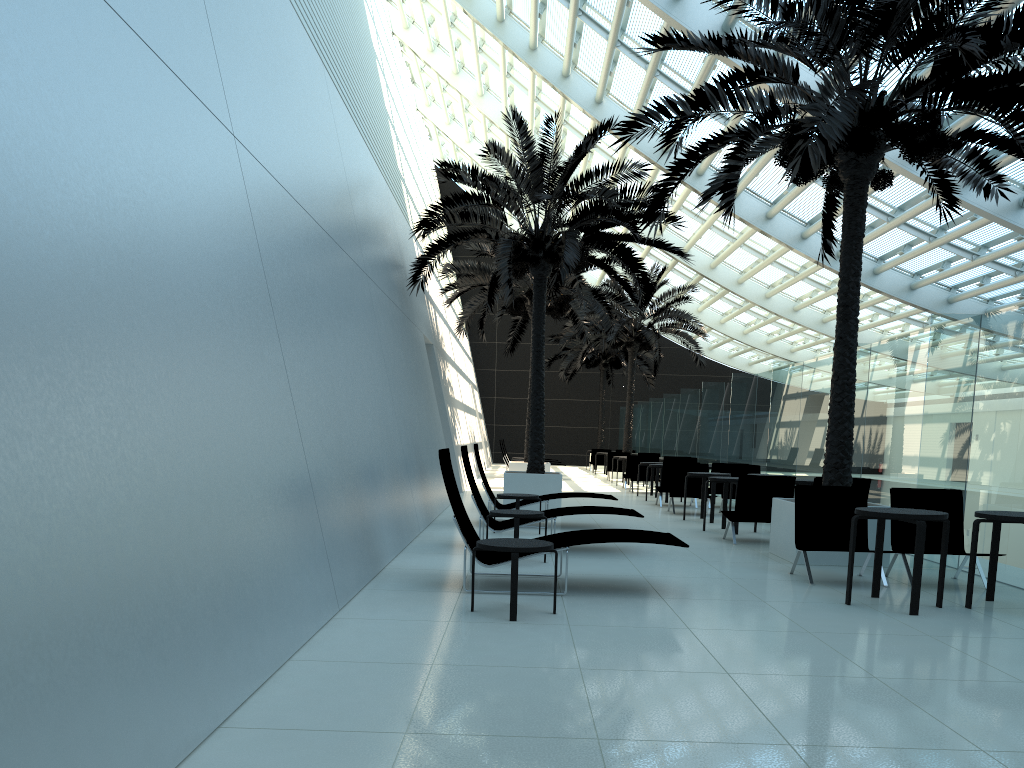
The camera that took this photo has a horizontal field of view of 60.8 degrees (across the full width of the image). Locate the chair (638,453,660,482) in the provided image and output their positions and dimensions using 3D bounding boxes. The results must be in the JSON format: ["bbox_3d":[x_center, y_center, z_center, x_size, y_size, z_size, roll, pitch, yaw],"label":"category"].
[{"bbox_3d":[4.239,2.550,26.602,0.716,0.896,0.880,2,2,1],"label":"chair"}]

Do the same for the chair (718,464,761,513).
[{"bbox_3d":[4.119,1.876,15.370,0.716,0.896,0.880,2,2,1],"label":"chair"}]

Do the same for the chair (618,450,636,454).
[{"bbox_3d":[4.299,2.892,32.291,0.716,0.896,0.880,2,2,1],"label":"chair"}]

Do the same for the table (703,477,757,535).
[{"bbox_3d":[3.139,1.732,12.477,0.675,0.789,0.678,4,4,43],"label":"table"}]

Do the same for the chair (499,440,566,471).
[{"bbox_3d":[0.624,2.317,26.778,2.036,1.170,0.913,2,3,0],"label":"chair"}]

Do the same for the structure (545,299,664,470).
[{"bbox_3d":[3.960,0.080,36.561,4.458,7.091,4.756,0,4,-21],"label":"structure"}]

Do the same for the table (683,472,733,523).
[{"bbox_3d":[3.165,1.829,14.093,0.675,0.789,0.677,4,3,39],"label":"table"}]

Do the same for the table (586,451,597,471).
[{"bbox_3d":[3.380,3.094,35.177,0.678,0.789,0.674,-1,4,-42],"label":"table"}]

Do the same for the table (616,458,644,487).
[{"bbox_3d":[3.260,2.418,23.908,0.675,0.789,0.678,4,4,43],"label":"table"}]

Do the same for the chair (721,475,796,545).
[{"bbox_3d":[3.158,1.606,11.294,0.716,0.896,0.880,2,2,1],"label":"chair"}]

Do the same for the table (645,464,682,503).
[{"bbox_3d":[3.200,2.080,18.268,0.675,0.789,0.678,4,4,43],"label":"table"}]

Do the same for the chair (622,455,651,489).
[{"bbox_3d":[3.280,2.292,22.725,0.716,0.896,0.880,2,2,1],"label":"chair"}]

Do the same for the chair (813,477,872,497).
[{"bbox_3d":[4.091,1.632,11.287,0.716,0.896,0.880,2,2,1],"label":"chair"}]

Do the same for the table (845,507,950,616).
[{"bbox_3d":[3.090,1.404,7.001,0.678,0.789,0.674,-1,4,-42],"label":"table"}]

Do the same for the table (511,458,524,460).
[{"bbox_3d":[0.276,2.879,30.880,0.550,0.522,0.553,3,2,43],"label":"table"}]

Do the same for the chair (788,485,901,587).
[{"bbox_3d":[3.111,1.418,8.170,0.716,0.896,0.880,2,2,1],"label":"chair"}]

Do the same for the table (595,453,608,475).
[{"bbox_3d":[3.345,2.844,31.003,0.675,0.789,0.677,4,3,39],"label":"table"}]

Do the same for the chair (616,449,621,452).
[{"bbox_3d":[4.331,2.994,33.988,0.716,0.896,0.880,2,2,1],"label":"chair"}]

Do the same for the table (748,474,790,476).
[{"bbox_3d":[4.135,1.857,14.086,0.675,0.789,0.677,4,3,39],"label":"table"}]

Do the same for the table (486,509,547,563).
[{"bbox_3d":[0.043,1.560,8.899,0.550,0.522,0.553,3,2,43],"label":"table"}]

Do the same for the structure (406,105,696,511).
[{"bbox_3d":[0.550,-1.209,15.034,4.643,6.904,4.229,0,4,-21],"label":"structure"}]

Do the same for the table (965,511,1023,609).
[{"bbox_3d":[4.059,1.431,6.994,0.678,0.789,0.674,-1,4,-42],"label":"table"}]

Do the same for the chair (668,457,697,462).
[{"bbox_3d":[4.179,2.215,21.022,0.716,0.896,0.880,2,2,1],"label":"chair"}]

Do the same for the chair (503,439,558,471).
[{"bbox_3d":[0.680,2.630,32.000,2.036,1.170,0.913,2,3,0],"label":"chair"}]

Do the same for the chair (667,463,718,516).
[{"bbox_3d":[3.187,1.850,15.376,0.716,0.896,0.880,2,2,1],"label":"chair"}]

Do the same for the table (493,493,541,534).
[{"bbox_3d":[0.070,1.714,11.470,0.550,0.522,0.553,3,2,43],"label":"table"}]

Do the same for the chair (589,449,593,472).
[{"bbox_3d":[3.399,2.968,33.994,0.716,0.896,0.880,2,2,1],"label":"chair"}]

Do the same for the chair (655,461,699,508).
[{"bbox_3d":[3.220,1.953,17.085,0.716,0.896,0.880,2,2,1],"label":"chair"}]

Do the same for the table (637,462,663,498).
[{"bbox_3d":[3.225,2.168,19.733,0.675,0.789,0.677,4,3,39],"label":"table"}]

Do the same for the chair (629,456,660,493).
[{"bbox_3d":[3.247,2.189,21.029,0.716,0.896,0.880,2,2,1],"label":"chair"}]

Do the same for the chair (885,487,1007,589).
[{"bbox_3d":[4.043,1.444,8.163,0.716,0.896,0.880,2,2,1],"label":"chair"}]

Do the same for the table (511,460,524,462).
[{"bbox_3d":[0.248,2.720,28.229,0.550,0.522,0.553,3,2,43],"label":"table"}]

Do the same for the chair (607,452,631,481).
[{"bbox_3d":[3.306,2.524,26.609,0.716,0.896,0.880,2,2,1],"label":"chair"}]

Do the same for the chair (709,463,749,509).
[{"bbox_3d":[4.152,1.979,17.078,0.716,0.896,0.880,2,2,1],"label":"chair"}]

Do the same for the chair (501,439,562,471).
[{"bbox_3d":[0.651,2.471,29.349,2.036,1.170,0.913,2,3,0],"label":"chair"}]

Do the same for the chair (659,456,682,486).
[{"bbox_3d":[4.212,2.318,22.718,0.716,0.896,0.880,2,2,1],"label":"chair"}]

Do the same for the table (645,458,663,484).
[{"bbox_3d":[4.254,2.531,25.332,0.675,0.789,0.677,4,3,39],"label":"table"}]

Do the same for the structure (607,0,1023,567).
[{"bbox_3d":[3.650,-1.557,9.285,4.808,7.093,4.407,3,4,19],"label":"structure"}]

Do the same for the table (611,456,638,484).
[{"bbox_3d":[3.284,2.504,25.338,0.675,0.789,0.677,4,3,39],"label":"table"}]

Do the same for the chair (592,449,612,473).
[{"bbox_3d":[3.367,2.866,32.298,0.716,0.896,0.880,2,2,1],"label":"chair"}]

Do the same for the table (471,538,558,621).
[{"bbox_3d":[0.015,1.405,6.328,0.550,0.522,0.553,3,2,43],"label":"table"}]

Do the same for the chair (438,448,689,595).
[{"bbox_3d":[0.419,1.157,7.447,2.036,1.170,0.913,2,3,0],"label":"chair"}]

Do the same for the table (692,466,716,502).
[{"bbox_3d":[4.170,2.107,18.261,0.675,0.789,0.678,4,4,43],"label":"table"}]

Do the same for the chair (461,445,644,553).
[{"bbox_3d":[0.446,1.311,10.018,2.036,1.170,0.913,2,3,0],"label":"chair"}]

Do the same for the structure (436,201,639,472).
[{"bbox_3d":[0.409,-0.885,21.030,4.262,6.965,4.609,4,5,34],"label":"structure"}]

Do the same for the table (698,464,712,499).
[{"bbox_3d":[4.194,2.195,19.726,0.675,0.789,0.677,4,3,39],"label":"table"}]

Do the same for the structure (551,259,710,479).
[{"bbox_3d":[3.847,-0.409,28.420,4.824,7.093,4.391,1,4,-6],"label":"structure"}]

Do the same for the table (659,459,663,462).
[{"bbox_3d":[4.229,2.445,23.901,0.675,0.789,0.678,4,4,43],"label":"table"}]

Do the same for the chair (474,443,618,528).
[{"bbox_3d":[0.474,1.466,12.589,2.036,1.170,0.913,2,3,0],"label":"chair"}]

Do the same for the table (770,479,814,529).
[{"bbox_3d":[4.108,1.759,12.470,0.675,0.789,0.678,4,4,43],"label":"table"}]
